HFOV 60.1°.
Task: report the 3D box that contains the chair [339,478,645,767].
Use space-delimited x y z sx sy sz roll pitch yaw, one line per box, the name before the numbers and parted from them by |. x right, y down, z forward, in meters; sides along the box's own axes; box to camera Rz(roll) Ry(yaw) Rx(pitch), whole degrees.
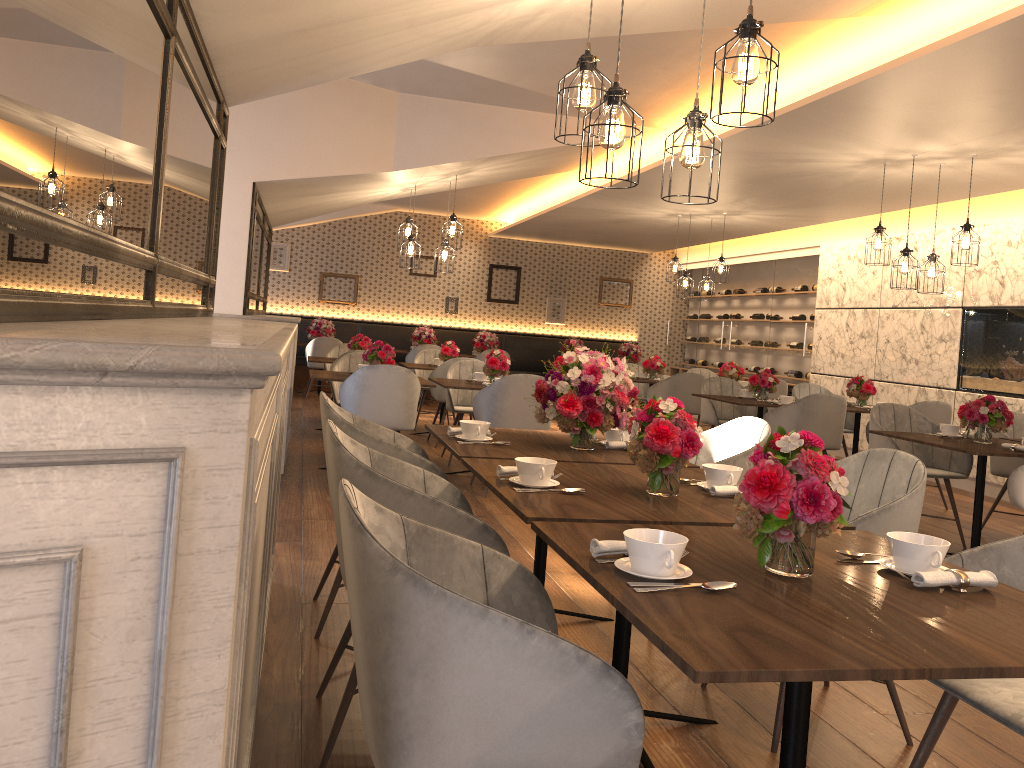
chair | -0.082 0.626 1.616 0.525 0.872 0.566 4 1 -13

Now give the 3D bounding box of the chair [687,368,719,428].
chair | 2.404 0.253 10.964 0.564 0.872 0.527 4 1 -13

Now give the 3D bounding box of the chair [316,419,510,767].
chair | -0.297 0.553 2.530 0.525 0.872 0.566 4 1 -13

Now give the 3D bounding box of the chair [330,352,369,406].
chair | -1.252 0.181 7.399 0.564 0.872 0.527 4 1 -13

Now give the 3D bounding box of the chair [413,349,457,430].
chair | -0.854 0.061 9.881 0.564 0.872 0.527 4 1 -13

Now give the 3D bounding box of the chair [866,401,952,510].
chair | 3.262 0.547 7.256 0.564 0.872 0.527 4 1 -13

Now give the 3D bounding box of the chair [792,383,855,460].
chair | 2.972 0.445 8.552 0.564 0.872 0.527 4 1 -13

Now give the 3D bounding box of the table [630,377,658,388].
table | 1.565 0.316 10.091 0.895 0.720 0.898 4 2 -13

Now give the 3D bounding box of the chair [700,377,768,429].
chair | 2.041 0.385 8.332 0.564 0.872 0.527 4 1 -13

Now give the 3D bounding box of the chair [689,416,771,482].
chair | 0.772 0.563 3.767 0.525 0.872 0.566 4 1 -13

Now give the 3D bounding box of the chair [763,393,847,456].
chair | 2.331 0.487 7.036 0.564 0.872 0.527 4 1 -13

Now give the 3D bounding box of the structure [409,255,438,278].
structure | -1.419 -1.898 14.254 0.448 0.345 0.016 4 0 -13

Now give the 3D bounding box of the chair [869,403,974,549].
chair | 2.632 0.585 5.823 0.564 0.872 0.527 4 1 -13

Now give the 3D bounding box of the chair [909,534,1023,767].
chair | 1.203 0.708 1.939 0.525 0.872 0.566 4 1 -13

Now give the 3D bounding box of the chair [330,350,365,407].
chair | -1.450 0.105 8.375 0.564 0.872 0.527 4 1 -13

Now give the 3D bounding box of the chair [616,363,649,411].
chair | 1.473 0.193 10.743 0.564 0.872 0.527 4 1 -13

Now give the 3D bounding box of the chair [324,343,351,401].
chair | -1.785 0.001 9.660 0.564 0.872 0.527 4 1 -13

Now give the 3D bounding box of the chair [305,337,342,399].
chair | -2.615 -0.230 12.362 0.564 0.872 0.527 4 1 -13

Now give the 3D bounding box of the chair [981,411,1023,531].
chair | 3.563 0.645 6.043 0.564 0.872 0.527 4 1 -13

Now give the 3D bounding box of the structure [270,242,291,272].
structure | -3.617 -1.973 13.724 0.340 0.440 0.034 4 0 -13

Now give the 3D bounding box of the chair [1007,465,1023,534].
chair | 2.922 0.687 4.527 0.564 0.872 0.527 4 1 -13

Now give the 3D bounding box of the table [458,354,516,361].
table | -0.508 -0.059 13.554 0.895 0.720 0.898 4 2 -13

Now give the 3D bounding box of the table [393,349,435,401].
table | -1.439 -0.120 13.333 0.895 0.720 0.898 4 2 -13

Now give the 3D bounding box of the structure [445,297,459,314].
structure | -0.975 -1.271 14.370 0.216 0.277 0.018 4 0 -13

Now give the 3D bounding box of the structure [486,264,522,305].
structure | -0.131 -1.638 14.561 0.543 0.632 0.035 4 0 -13

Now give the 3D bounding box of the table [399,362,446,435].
table | -0.717 0.187 9.241 0.895 0.720 0.898 4 2 -13

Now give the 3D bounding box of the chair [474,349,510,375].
chair | -0.311 -0.080 12.909 0.564 0.872 0.527 4 1 -13

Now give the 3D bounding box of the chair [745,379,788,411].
chair | 2.693 0.355 9.668 0.564 0.872 0.527 4 1 -13

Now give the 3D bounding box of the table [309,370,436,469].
table | -1.114 0.307 6.758 0.895 0.720 0.898 4 2 -13

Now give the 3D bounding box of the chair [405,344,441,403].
chair | -1.241 -0.141 12.688 0.564 0.872 0.527 4 1 -13

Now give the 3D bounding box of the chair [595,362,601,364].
chair | 1.063 0.009 13.235 0.564 0.872 0.527 4 1 -13

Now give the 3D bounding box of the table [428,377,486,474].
table | -0.183 0.367 6.978 0.895 0.720 0.898 4 2 -13

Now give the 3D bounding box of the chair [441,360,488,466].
chair | -0.321 0.241 7.620 0.564 0.872 0.527 4 1 -13

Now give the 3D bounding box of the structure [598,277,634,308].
structure | 1.760 -1.547 15.002 0.600 0.485 0.032 4 0 -13

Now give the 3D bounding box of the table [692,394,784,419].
table | 2.134 0.508 7.680 0.895 0.720 0.898 4 2 -13

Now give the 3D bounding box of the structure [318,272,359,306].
structure | -2.728 -1.497 13.944 0.600 0.485 0.032 4 0 -13

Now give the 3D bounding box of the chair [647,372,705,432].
chair | 1.763 0.295 9.447 0.564 0.872 0.527 4 1 -13

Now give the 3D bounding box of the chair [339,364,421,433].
chair | -0.917 0.286 6.114 0.564 0.872 0.527 4 1 -13

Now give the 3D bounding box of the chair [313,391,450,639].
chair | -0.513 0.480 3.444 0.525 0.872 0.566 4 1 -13

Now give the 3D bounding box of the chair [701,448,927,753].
chair | 0.987 0.635 2.853 0.525 0.872 0.566 4 1 -13

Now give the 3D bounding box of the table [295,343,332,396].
table | -2.812 -0.209 13.007 0.895 0.720 0.898 4 2 -13

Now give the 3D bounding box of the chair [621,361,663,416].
chair | 1.994 0.069 13.456 0.564 0.872 0.527 4 1 -13

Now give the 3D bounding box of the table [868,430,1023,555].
table | 2.725 0.708 5.171 0.895 0.720 0.898 4 2 -13

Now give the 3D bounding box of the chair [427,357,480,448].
chair | -0.519 0.166 8.596 0.564 0.872 0.527 4 1 -13

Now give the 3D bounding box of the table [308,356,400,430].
table | -1.647 0.126 9.020 0.895 0.720 0.898 4 2 -13

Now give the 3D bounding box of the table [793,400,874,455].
table | 3.065 0.568 7.901 0.895 0.720 0.898 4 2 -13

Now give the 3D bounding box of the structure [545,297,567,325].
structure | 0.734 -1.218 14.767 0.340 0.440 0.034 4 0 -13

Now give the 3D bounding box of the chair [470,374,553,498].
chair | 0.014 0.346 6.335 0.564 0.872 0.527 4 1 -13

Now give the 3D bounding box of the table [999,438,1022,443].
table | 3.656 0.768 5.392 0.895 0.720 0.898 4 2 -13
